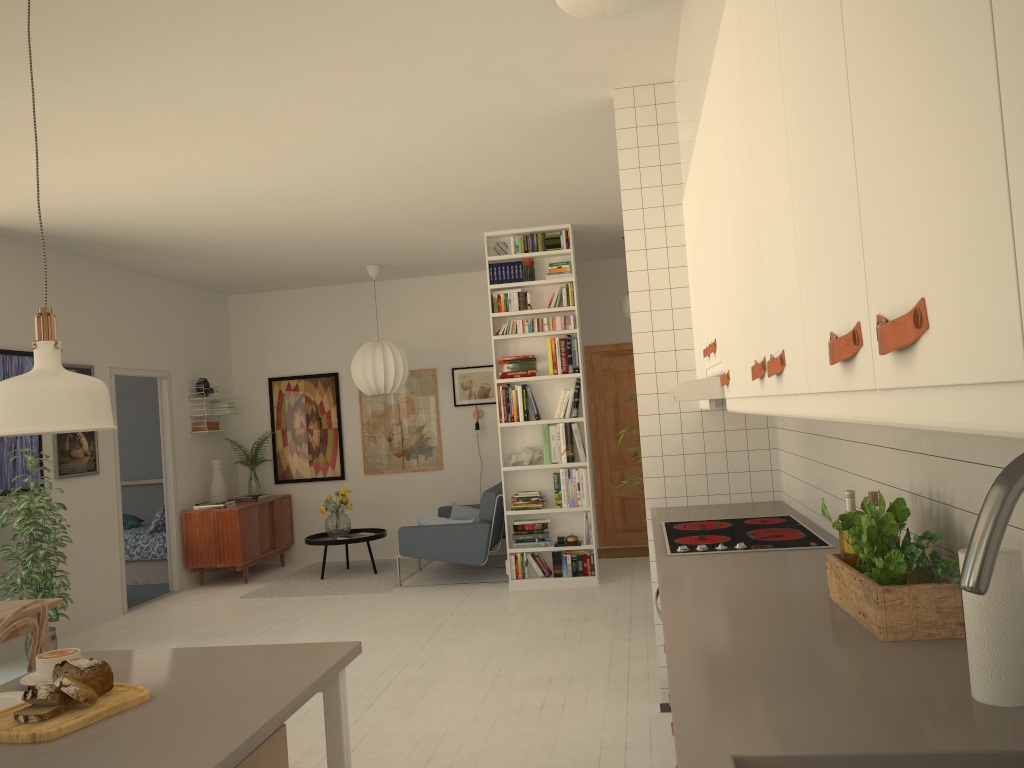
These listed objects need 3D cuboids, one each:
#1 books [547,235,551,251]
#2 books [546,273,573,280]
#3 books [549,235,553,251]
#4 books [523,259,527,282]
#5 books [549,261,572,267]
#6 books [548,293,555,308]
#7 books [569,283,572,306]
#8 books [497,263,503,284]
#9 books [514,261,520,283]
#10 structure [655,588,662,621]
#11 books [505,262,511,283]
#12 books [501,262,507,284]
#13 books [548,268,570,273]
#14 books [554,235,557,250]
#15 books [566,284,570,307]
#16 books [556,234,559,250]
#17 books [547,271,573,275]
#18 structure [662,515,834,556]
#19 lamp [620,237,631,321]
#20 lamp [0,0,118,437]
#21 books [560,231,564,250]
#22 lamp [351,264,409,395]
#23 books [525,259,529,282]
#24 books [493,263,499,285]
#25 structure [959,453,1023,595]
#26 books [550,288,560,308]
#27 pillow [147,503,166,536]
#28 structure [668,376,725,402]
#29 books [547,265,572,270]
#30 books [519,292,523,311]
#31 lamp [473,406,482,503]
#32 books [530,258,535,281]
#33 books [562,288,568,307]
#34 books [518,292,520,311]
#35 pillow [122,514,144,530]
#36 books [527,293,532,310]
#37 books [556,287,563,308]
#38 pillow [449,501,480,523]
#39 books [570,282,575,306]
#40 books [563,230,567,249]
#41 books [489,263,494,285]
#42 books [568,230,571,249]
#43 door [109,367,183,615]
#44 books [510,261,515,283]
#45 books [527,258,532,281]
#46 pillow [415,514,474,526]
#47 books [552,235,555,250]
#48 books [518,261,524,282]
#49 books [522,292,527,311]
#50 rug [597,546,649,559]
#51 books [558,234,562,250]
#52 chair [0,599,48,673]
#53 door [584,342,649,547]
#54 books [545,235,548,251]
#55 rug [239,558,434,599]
[{"bbox_3d":[0.309,-1.140,7.258,0.017,0.130,0.150,-4,-2,8],"label":"books"},{"bbox_3d":[0.397,-0.865,7.272,0.214,0.038,0.222,-4,-2,8],"label":"books"},{"bbox_3d":[0.326,-1.142,7.255,0.017,0.130,0.150,-4,-2,8],"label":"books"},{"bbox_3d":[0.117,-0.921,7.324,0.020,0.191,0.205,-4,-2,8],"label":"books"},{"bbox_3d":[0.403,-0.968,7.265,0.169,0.032,0.188,-5,-2,13],"label":"books"},{"bbox_3d":[0.334,-0.674,7.297,0.073,0.129,0.200,-4,-2,8],"label":"books"},{"bbox_3d":[0.485,-0.716,7.251,0.014,0.188,0.218,-4,-2,8],"label":"books"},{"bbox_3d":[-0.087,-0.900,7.341,0.034,0.179,0.188,-4,-2,8],"label":"books"},{"bbox_3d":[0.052,-0.911,7.322,0.034,0.179,0.188,-4,-2,8],"label":"books"},{"bbox_3d":[0.862,0.817,3.104,0.704,0.447,0.682,-4,-2,8],"label":"structure"},{"bbox_3d":[-0.017,-0.905,7.332,0.034,0.179,0.188,-4,-2,8],"label":"books"},{"bbox_3d":[-0.052,-0.903,7.336,0.034,0.179,0.188,-4,-2,8],"label":"books"},{"bbox_3d":[0.382,-0.917,7.272,0.173,0.030,0.199,-4,-2,-2],"label":"books"},{"bbox_3d":[0.361,-1.144,7.250,0.017,0.130,0.150,-4,-2,8],"label":"books"},{"bbox_3d":[0.468,-0.714,7.267,0.022,0.187,0.186,-4,-2,8],"label":"books"},{"bbox_3d":[0.378,-1.146,7.248,0.017,0.130,0.150,-4,-2,8],"label":"books"},{"bbox_3d":[0.396,-0.894,7.271,0.200,0.018,0.208,-4,-2,8],"label":"books"},{"bbox_3d":[0.793,0.537,3.129,0.504,0.057,0.763,-4,-2,8],"label":"structure"},{"bbox_3d":[1.078,-0.929,7.865,0.275,0.768,0.275,-4,-2,2],"label":"lamp"},{"bbox_3d":[-0.929,-0.649,1.714,0.229,1.491,0.229,-5,-2,9],"label":"lamp"},{"bbox_3d":[0.414,-1.159,7.243,0.019,0.157,0.150,-4,-2,8],"label":"books"},{"bbox_3d":[-1.269,-0.511,8.377,0.536,1.229,0.536,-6,-3,42],"label":"lamp"},{"bbox_3d":[0.137,-0.922,7.318,0.020,0.191,0.205,-4,-2,8],"label":"books"},{"bbox_3d":[-0.121,-0.897,7.346,0.034,0.179,0.188,-4,-2,8],"label":"books"},{"bbox_3d":[0.586,0.263,0.901,0.236,0.421,0.063,-5,-2,15],"label":"structure"},{"bbox_3d":[0.365,-0.695,7.281,0.092,0.165,0.222,-4,-2,8],"label":"books"},{"bbox_3d":[-3.474,1.324,8.903,0.237,0.338,0.437,-4,-2,6],"label":"pillow"},{"bbox_3d":[0.799,0.010,3.132,0.482,0.073,0.681,-4,-2,8],"label":"structure"},{"bbox_3d":[0.394,-0.943,7.249,0.179,0.016,0.208,-5,-2,13],"label":"books"},{"bbox_3d":[0.090,-0.667,7.312,0.024,0.155,0.206,-4,-2,8],"label":"books"},{"bbox_3d":[-0.447,0.940,9.078,0.360,1.416,0.112,-4,-2,8],"label":"lamp"},{"bbox_3d":[0.177,-0.926,7.315,0.020,0.191,0.205,-4,-2,8],"label":"books"},{"bbox_3d":[0.439,-0.695,7.253,0.030,0.153,0.199,-4,-2,8],"label":"books"},{"bbox_3d":[0.069,-0.668,7.295,0.013,0.159,0.176,-4,-2,8],"label":"books"},{"bbox_3d":[-4.003,1.415,9.102,0.378,0.153,0.415,-4,-2,-16],"label":"pillow"},{"bbox_3d":[0.150,-0.666,7.289,0.020,0.145,0.189,-4,-2,8],"label":"books"},{"bbox_3d":[0.395,-0.700,7.264,0.065,0.168,0.228,-4,-2,8],"label":"books"},{"bbox_3d":[-0.381,1.298,8.812,0.539,0.277,0.157,-4,-2,9],"label":"pillow"},{"bbox_3d":[0.502,-0.723,7.246,0.022,0.199,0.212,-4,-2,8],"label":"books"},{"bbox_3d":[0.440,-1.161,7.278,0.020,0.156,0.229,-4,-2,8],"label":"books"},{"bbox_3d":[-0.156,-0.895,7.351,0.034,0.179,0.188,-4,-2,8],"label":"books"},{"bbox_3d":[0.480,-1.163,7.290,0.014,0.154,0.260,-4,-2,8],"label":"books"},{"bbox_3d":[-3.614,0.917,7.813,0.882,2.034,0.955,-4,-2,8],"label":"door"},{"bbox_3d":[0.017,-0.908,7.327,0.034,0.179,0.188,-4,-2,8],"label":"books"},{"bbox_3d":[0.156,-0.924,7.307,0.020,0.191,0.205,-4,-2,8],"label":"books"},{"bbox_3d":[-0.567,1.261,7.550,0.533,0.354,0.141,-4,-2,8],"label":"pillow"},{"bbox_3d":[0.343,-1.143,7.253,0.017,0.130,0.150,-4,-2,8],"label":"books"},{"bbox_3d":[0.086,-0.913,7.317,0.034,0.179,0.188,-4,-2,8],"label":"books"},{"bbox_3d":[0.109,-0.668,7.276,0.023,0.153,0.176,-4,-2,8],"label":"books"},{"bbox_3d":[1.275,1.600,8.471,0.941,0.002,0.553,-4,-2,8],"label":"rug"},{"bbox_3d":[0.395,-1.147,7.246,0.017,0.130,0.150,-4,-2,8],"label":"books"},{"bbox_3d":[-2.051,1.257,3.420,0.483,0.811,0.385,-4,-2,6],"label":"chair"},{"bbox_3d":[1.270,0.597,8.953,0.931,2.033,0.159,-4,-2,8],"label":"door"},{"bbox_3d":[0.291,-1.139,7.260,0.017,0.130,0.150,-4,-2,8],"label":"books"},{"bbox_3d":[-1.545,1.795,8.289,1.304,0.012,1.660,-4,-2,10],"label":"rug"}]
